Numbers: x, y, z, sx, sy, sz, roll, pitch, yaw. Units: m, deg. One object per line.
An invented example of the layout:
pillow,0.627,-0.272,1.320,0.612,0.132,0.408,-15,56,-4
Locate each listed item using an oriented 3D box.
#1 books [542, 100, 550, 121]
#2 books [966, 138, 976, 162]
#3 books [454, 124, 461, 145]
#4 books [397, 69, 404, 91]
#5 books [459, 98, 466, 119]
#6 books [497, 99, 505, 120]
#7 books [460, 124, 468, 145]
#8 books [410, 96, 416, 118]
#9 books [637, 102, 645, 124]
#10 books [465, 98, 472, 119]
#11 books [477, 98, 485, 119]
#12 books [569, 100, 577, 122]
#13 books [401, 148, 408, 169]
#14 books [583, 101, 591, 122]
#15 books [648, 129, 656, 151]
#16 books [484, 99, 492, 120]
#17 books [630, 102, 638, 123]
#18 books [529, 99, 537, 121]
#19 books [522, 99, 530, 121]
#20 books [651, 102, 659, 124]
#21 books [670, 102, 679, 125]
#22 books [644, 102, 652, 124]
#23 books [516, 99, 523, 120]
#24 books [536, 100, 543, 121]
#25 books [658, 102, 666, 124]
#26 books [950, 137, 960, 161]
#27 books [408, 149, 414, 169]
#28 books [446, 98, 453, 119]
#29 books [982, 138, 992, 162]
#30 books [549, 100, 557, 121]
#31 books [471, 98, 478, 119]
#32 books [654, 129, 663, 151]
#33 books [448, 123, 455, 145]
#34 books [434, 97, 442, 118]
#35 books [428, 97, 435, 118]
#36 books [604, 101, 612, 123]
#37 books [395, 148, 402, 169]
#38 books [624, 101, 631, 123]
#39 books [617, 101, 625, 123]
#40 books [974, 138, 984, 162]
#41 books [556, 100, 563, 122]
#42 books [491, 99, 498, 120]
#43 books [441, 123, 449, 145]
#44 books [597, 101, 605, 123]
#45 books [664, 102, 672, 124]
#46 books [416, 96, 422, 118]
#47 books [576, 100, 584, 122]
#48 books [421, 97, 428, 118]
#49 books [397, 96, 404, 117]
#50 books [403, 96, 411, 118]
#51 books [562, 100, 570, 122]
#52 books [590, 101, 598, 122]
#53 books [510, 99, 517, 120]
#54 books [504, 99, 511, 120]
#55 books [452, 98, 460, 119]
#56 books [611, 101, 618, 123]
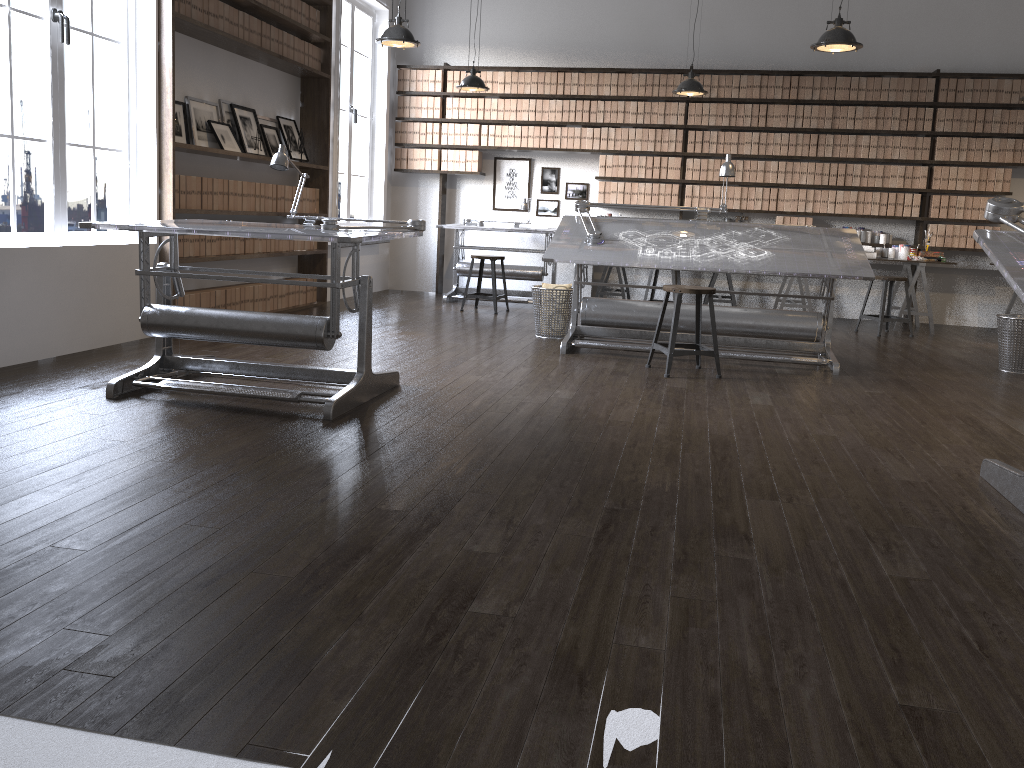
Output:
books,0.370,-2.867,9.328,0.067,0.224,0.175,4,9,11
books,4.408,-2.254,8.551,0.067,0.224,0.175,4,9,11
books,-0.565,-2.683,9.549,0.067,0.224,0.175,4,9,11
books,-1.183,-3.278,9.597,0.067,0.224,0.176,4,9,11
books,-0.512,-2.941,9.498,0.067,0.224,0.176,4,9,11
books,-0.100,-2.907,9.422,0.067,0.224,0.175,4,9,11
books,-0.497,-2.676,9.534,0.067,0.224,0.176,4,9,11
books,-1.046,-2.993,9.608,0.067,0.224,0.176,4,9,11
books,1.332,-2.783,9.129,0.067,0.224,0.176,4,9,11
books,-0.449,-2.937,9.490,0.067,0.224,0.176,4,9,11
books,-0.313,-2.924,9.459,0.067,0.224,0.176,4,9,11
books,0.641,-2.843,9.271,0.067,0.224,0.176,4,9,11
books,-1.153,-2.458,9.696,0.067,0.224,0.176,4,9,11
books,0.787,-2.830,9.238,0.067,0.224,0.176,4,9,11
books,1.445,-2.508,9.139,0.067,0.224,0.176,4,9,11
books,-0.239,-2.919,9.450,0.067,0.224,0.176,4,9,11
books,1.262,-2.789,9.145,0.067,0.224,0.176,4,9,11
books,0.232,-2.877,9.350,0.067,0.224,0.176,4,9,11
books,0.161,-2.884,9.366,0.067,0.224,0.176,4,9,11
books,1.470,-2.772,9.107,0.067,0.224,0.175,4,9,11
books,1.664,-2.755,9.064,0.067,0.224,0.176,4,9,11
books,1.402,-2.778,9.119,0.067,0.224,0.176,4,9,11
books,0.100,-2.889,9.380,0.067,0.224,0.176,4,9,11
books,0.301,-2.872,9.340,0.067,0.224,0.176,4,9,11
books,1.537,-2.765,9.087,0.067,0.224,0.176,4,9,11
books,4.268,-2.265,8.572,0.067,0.224,0.176,4,9,11
books,-1.079,-2.453,9.687,0.067,0.224,0.176,4,9,11
books,-0.653,-2.954,9.530,0.067,0.224,0.175,4,9,11
books,4.544,-2.241,8.518,0.067,0.224,0.176,4,9,11
books,0.438,-2.860,9.311,0.067,0.224,0.175,4,9,11
books,-0.384,-2.931,9.479,0.067,0.224,0.176,4,9,11
books,1.512,-2.504,9.131,0.067,0.224,0.176,4,9,11
books,-0.634,-2.688,9.559,0.067,0.224,0.175,4,9,11
books,-0.784,-2.971,9.558,0.067,0.224,0.175,4,9,11
books,-0.853,-2.977,9.572,0.067,0.224,0.176,4,9,11
books,1.000,-2.812,9.201,0.067,0.224,0.175,4,9,11
books,-1.225,-2.466,9.716,0.067,0.224,0.176,4,9,11
books,1.201,-2.795,9.159,0.067,0.224,0.176,4,9,11
books,1.134,-2.800,9.168,0.067,0.224,0.176,4,9,11
books,4.476,-2.248,8.535,0.067,0.224,0.176,4,9,11
books,0.508,-2.853,9.293,0.067,0.224,0.176,4,9,11
books,-0.170,-2.912,9.432,0.067,0.224,0.175,4,9,11
books,-0.705,-2.693,9.570,0.067,0.224,0.176,4,9,11
books,0.930,-2.817,9.211,0.067,0.224,0.175,4,9,11
books,1.603,-2.760,9.078,0.067,0.224,0.176,4,9,11
books,-0.985,-2.988,9.597,0.067,0.224,0.176,4,9,11
books,0.716,-2.837,9.258,0.067,0.224,0.176,4,9,11
books,-0.920,-2.982,9.580,0.067,0.224,0.176,4,9,11
books,-1.185,-3.006,9.638,0.067,0.224,0.176,4,9,11
books,-1.118,-2.999,9.620,0.067,0.224,0.176,4,9,11
books,0.578,-2.847,9.279,0.067,0.224,0.176,4,9,11
books,0.862,-2.824,9.229,0.067,0.224,0.176,4,9,11
books,0.034,-2.894,9.389,0.067,0.224,0.176,4,9,11
books,-0.031,-2.901,9.408,0.067,0.224,0.176,4,9,11
books,-0.582,-2.947,9.512,0.067,0.224,0.176,4,9,11
books,1.070,-2.806,9.187,0.067,0.224,0.176,4,9,11
